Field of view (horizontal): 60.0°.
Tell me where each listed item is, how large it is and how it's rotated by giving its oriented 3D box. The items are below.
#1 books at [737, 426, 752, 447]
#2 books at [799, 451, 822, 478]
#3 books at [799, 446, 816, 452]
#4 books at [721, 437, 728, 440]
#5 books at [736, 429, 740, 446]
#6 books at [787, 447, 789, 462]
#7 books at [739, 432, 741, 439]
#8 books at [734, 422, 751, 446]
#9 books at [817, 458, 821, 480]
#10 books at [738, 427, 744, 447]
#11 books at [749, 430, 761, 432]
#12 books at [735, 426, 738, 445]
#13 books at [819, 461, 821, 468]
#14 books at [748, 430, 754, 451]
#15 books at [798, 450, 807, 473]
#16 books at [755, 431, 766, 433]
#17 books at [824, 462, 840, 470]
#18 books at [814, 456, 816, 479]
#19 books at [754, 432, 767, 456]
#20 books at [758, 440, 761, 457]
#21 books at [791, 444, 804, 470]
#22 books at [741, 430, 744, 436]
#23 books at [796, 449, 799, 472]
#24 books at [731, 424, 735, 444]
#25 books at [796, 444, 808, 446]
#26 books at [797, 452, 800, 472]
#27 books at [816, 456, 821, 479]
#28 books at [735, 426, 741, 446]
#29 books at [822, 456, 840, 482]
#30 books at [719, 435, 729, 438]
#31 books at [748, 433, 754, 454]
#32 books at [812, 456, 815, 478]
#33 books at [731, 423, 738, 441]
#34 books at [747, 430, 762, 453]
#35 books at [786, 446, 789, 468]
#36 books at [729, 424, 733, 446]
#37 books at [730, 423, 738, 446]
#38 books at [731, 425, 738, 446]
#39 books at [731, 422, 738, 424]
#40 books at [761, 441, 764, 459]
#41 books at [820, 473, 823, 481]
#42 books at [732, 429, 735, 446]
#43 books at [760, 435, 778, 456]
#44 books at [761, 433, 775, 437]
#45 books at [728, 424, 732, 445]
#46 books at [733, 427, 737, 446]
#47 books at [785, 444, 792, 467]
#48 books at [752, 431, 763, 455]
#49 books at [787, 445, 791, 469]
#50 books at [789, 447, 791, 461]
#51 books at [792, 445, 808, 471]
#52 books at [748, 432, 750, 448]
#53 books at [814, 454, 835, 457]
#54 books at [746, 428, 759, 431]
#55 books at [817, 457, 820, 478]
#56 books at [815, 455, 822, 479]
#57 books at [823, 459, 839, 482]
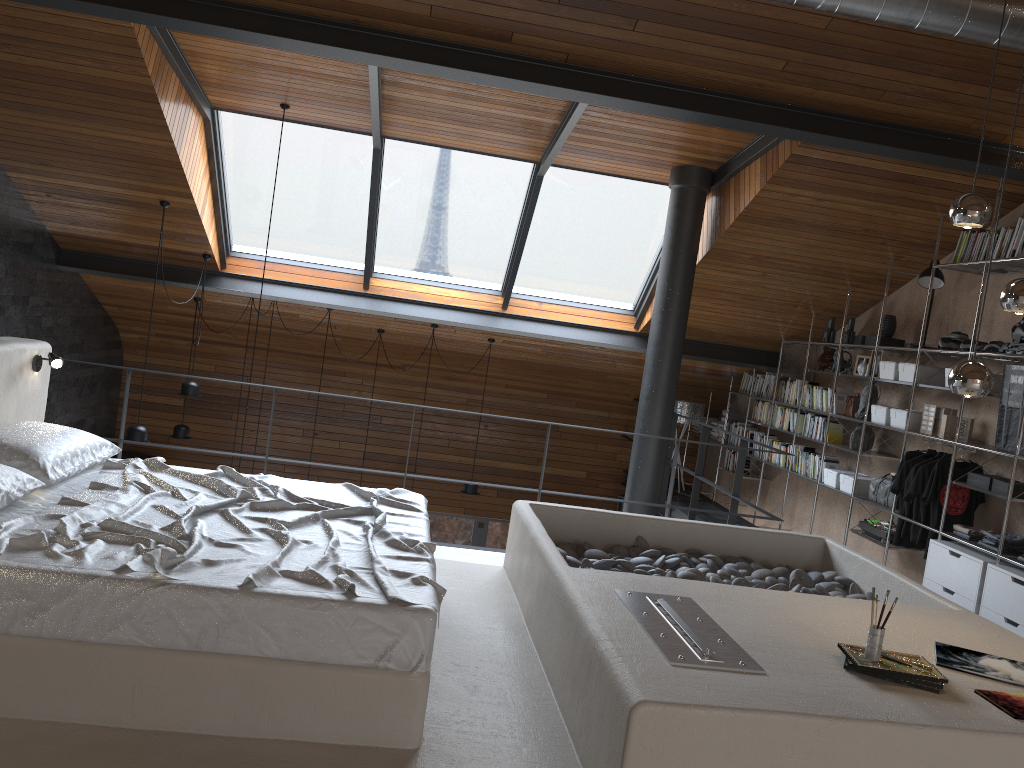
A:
[{"bbox_3d":[2.452,0.569,9.306,0.146,0.240,0.023,8,3,-7],"label":"books"},{"bbox_3d":[2.624,0.702,7.728,0.136,0.210,0.273,8,3,-7],"label":"books"},{"bbox_3d":[2.618,0.675,7.883,0.148,0.233,0.053,8,3,-7],"label":"books"},{"bbox_3d":[2.412,0.601,9.693,0.217,0.013,0.161,8,3,-7],"label":"books"},{"bbox_3d":[2.436,0.586,9.326,0.143,0.199,0.019,8,3,-7],"label":"books"},{"bbox_3d":[2.578,0.679,8.095,0.126,0.197,0.047,8,3,-7],"label":"books"},{"bbox_3d":[2.453,0.587,9.290,0.148,0.206,0.014,8,3,-8],"label":"books"},{"bbox_3d":[2.443,0.548,9.396,0.143,0.268,0.020,8,3,-7],"label":"books"},{"bbox_3d":[2.667,0.728,7.506,0.160,0.187,0.060,8,3,-7],"label":"books"},{"bbox_3d":[2.452,0.574,9.275,0.148,0.234,0.013,8,3,-7],"label":"books"},{"bbox_3d":[2.479,0.594,9.025,0.148,0.233,0.053,8,3,-7],"label":"books"},{"bbox_3d":[2.432,0.566,9.352,0.148,0.234,0.013,8,3,-7],"label":"books"},{"bbox_3d":[2.651,0.737,7.479,0.130,0.167,0.046,8,3,-7],"label":"books"},{"bbox_3d":[2.471,0.595,8.978,0.148,0.233,0.053,8,3,-7],"label":"books"},{"bbox_3d":[2.611,0.692,7.854,0.137,0.201,0.047,8,3,-8],"label":"books"},{"bbox_3d":[2.513,0.602,8.950,0.143,0.236,0.062,8,3,-8],"label":"books"},{"bbox_3d":[2.671,0.744,7.413,0.130,0.166,0.046,8,3,-7],"label":"books"},{"bbox_3d":[2.665,0.723,7.572,0.169,0.188,0.058,8,3,-7],"label":"books"},{"bbox_3d":[2.505,0.606,8.870,0.148,0.233,0.053,8,3,-7],"label":"books"},{"bbox_3d":[2.488,0.643,8.724,0.119,0.171,0.044,8,3,-7],"label":"books"},{"bbox_3d":[2.577,0.665,7.962,0.148,0.233,0.053,8,3,-7],"label":"books"},{"bbox_3d":[2.448,0.591,9.216,0.148,0.206,0.018,8,3,-7],"label":"books"},{"bbox_3d":[2.606,0.687,7.893,0.149,0.205,0.049,8,3,-8],"label":"books"},{"bbox_3d":[2.431,0.558,9.493,0.148,0.234,0.013,8,3,-7],"label":"books"},{"bbox_3d":[2.590,0.664,7.995,0.143,0.236,0.062,8,3,-8],"label":"books"},{"bbox_3d":[2.599,0.700,7.866,0.131,0.180,0.042,8,3,-8],"label":"books"},{"bbox_3d":[2.687,0.720,7.549,0.192,0.202,0.055,8,3,-8],"label":"books"},{"bbox_3d":[2.438,0.568,9.340,0.148,0.234,0.013,8,3,-7],"label":"books"},{"bbox_3d":[2.676,0.717,7.439,0.143,0.217,0.066,8,3,-7],"label":"books"},{"bbox_3d":[2.407,0.587,9.692,0.252,0.016,0.182,8,3,-3],"label":"books"},{"bbox_3d":[2.469,0.610,8.961,0.148,0.206,0.053,8,3,-7],"label":"books"},{"bbox_3d":[2.645,0.718,7.598,0.148,0.189,0.053,8,3,-7],"label":"books"},{"bbox_3d":[2.453,0.552,9.507,0.192,0.251,0.012,8,3,-7],"label":"books"},{"bbox_3d":[2.463,0.590,9.037,0.143,0.235,0.055,8,3,-8],"label":"books"},{"bbox_3d":[2.575,0.672,8.112,0.123,0.203,0.054,8,3,-7],"label":"books"},{"bbox_3d":[2.431,0.557,9.530,0.169,0.232,0.018,8,3,-7],"label":"books"},{"bbox_3d":[2.447,0.548,9.518,0.191,0.255,0.012,8,3,-7],"label":"books"},{"bbox_3d":[2.434,0.562,9.464,0.160,0.231,0.021,8,3,-7],"label":"books"},{"bbox_3d":[2.449,0.545,9.571,0.207,0.255,0.010,8,3,-7],"label":"books"},{"bbox_3d":[2.489,0.647,8.637,0.111,0.174,0.041,8,3,-7],"label":"books"},{"bbox_3d":[2.665,0.738,7.467,0.146,0.171,0.054,8,3,-7],"label":"books"},{"bbox_3d":[2.417,0.574,9.438,0.130,0.208,0.010,8,3,-7],"label":"books"},{"bbox_3d":[2.515,0.623,8.695,0.161,0.222,0.055,8,3,-7],"label":"books"},{"bbox_3d":[2.540,0.613,8.839,0.148,0.233,0.053,8,3,-7],"label":"books"},{"bbox_3d":[2.411,0.551,9.556,0.148,0.234,0.013,8,3,-7],"label":"books"},{"bbox_3d":[2.431,0.574,9.426,0.146,0.210,0.018,8,3,-7],"label":"books"},{"bbox_3d":[2.582,0.665,8.131,0.155,0.215,0.055,8,3,-7],"label":"books"},{"bbox_3d":[2.499,0.603,8.918,0.148,0.233,0.053,8,3,-7],"label":"books"},{"bbox_3d":[2.578,0.670,8.082,0.133,0.218,0.051,8,3,-8],"label":"books"},{"bbox_3d":[2.592,0.673,8.070,0.137,0.216,0.049,8,3,-7],"label":"books"},{"bbox_3d":[2.583,0.668,7.914,0.148,0.233,0.053,8,3,-7],"label":"books"},{"bbox_3d":[2.468,0.600,8.993,0.141,0.221,0.055,8,3,-7],"label":"books"},{"bbox_3d":[2.682,0.714,7.614,0.207,0.205,0.053,8,3,-7],"label":"books"},{"bbox_3d":[2.456,0.577,9.120,0.131,0.247,0.018,8,3,-7],"label":"books"},{"bbox_3d":[2.664,0.724,7.535,0.148,0.189,0.053,8,3,-7],"label":"books"},{"bbox_3d":[2.681,0.717,7.560,0.191,0.205,0.055,8,3,-8],"label":"books"},{"bbox_3d":[2.668,0.732,7.422,0.129,0.186,0.050,8,3,-7],"label":"books"}]
